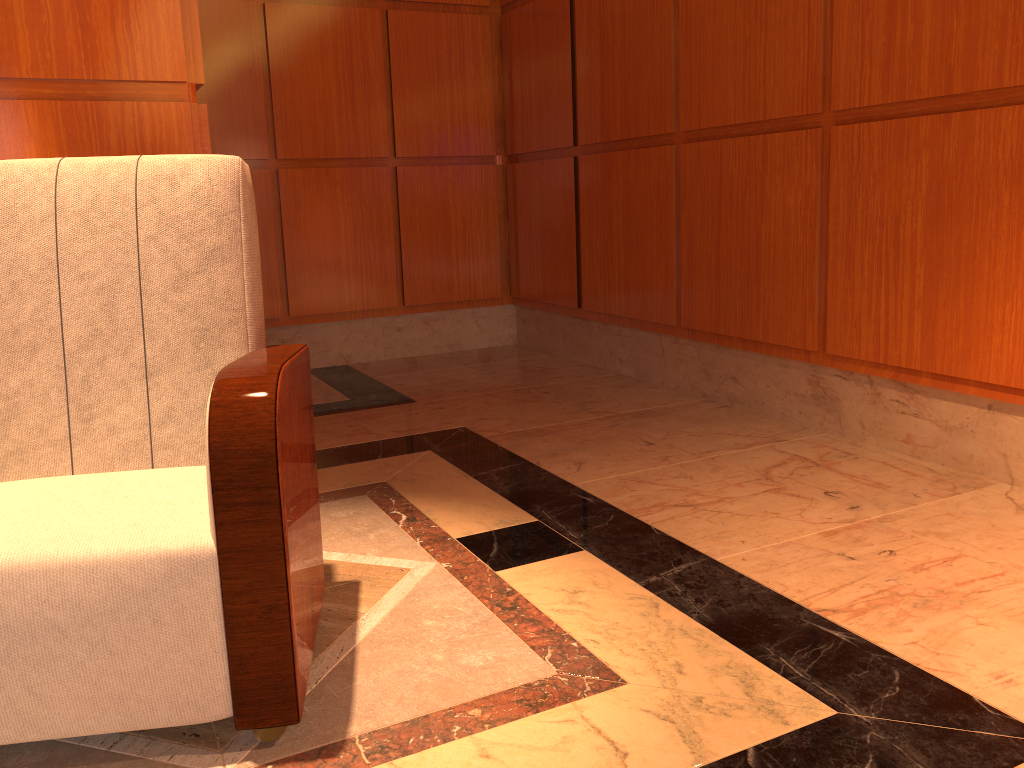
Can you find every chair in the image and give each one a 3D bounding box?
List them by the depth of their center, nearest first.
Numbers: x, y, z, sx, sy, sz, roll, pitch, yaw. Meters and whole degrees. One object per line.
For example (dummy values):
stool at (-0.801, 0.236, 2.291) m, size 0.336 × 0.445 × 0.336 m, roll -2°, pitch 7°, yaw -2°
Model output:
chair at (-0.757, 0.069, 1.586) m, size 0.738 × 0.954 × 0.633 m, roll -4°, pitch 10°, yaw -7°
